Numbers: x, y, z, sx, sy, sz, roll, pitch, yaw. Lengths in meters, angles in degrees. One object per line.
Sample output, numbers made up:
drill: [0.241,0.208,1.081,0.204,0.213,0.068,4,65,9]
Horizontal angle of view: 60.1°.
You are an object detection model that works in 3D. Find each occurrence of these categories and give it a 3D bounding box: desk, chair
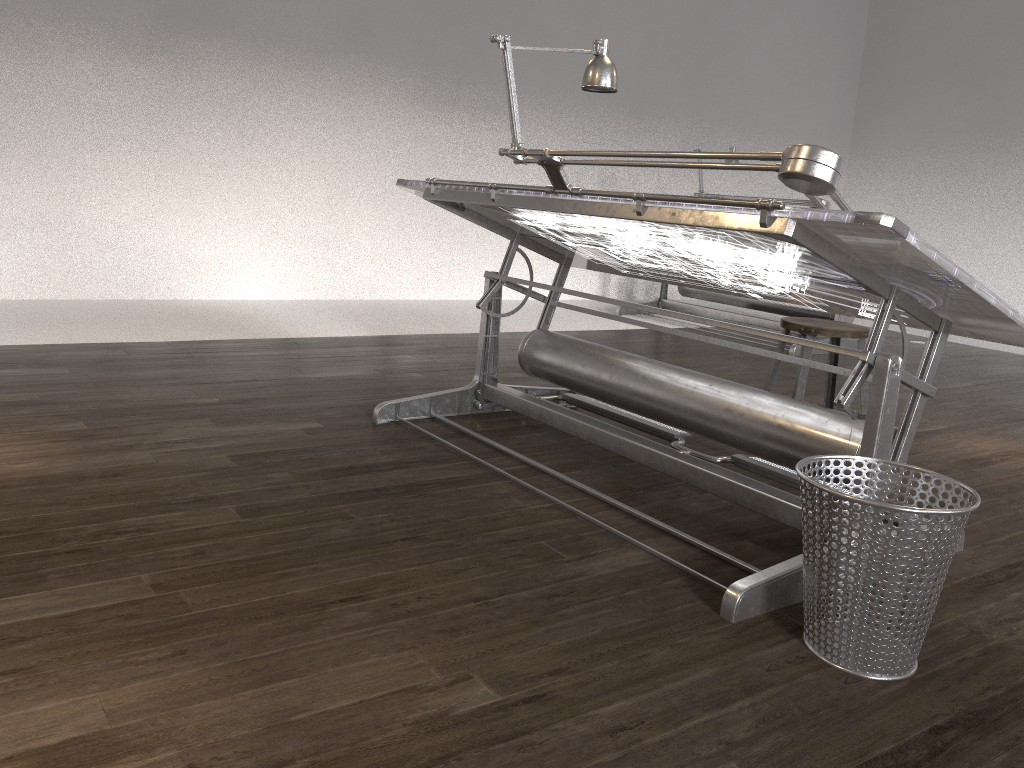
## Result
desk: [0.401,-0.362,2.797,1.077,1.375,2.085,-3,13,-35]
desk: [1.775,-1.073,6.697,1.077,1.375,2.085,-3,13,-35]
chair: [1.134,0.034,3.312,0.358,0.523,0.375,3,10,-8]

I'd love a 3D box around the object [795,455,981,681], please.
object: [0.750,0.381,1.847,0.353,0.375,0.356,2,11,-14]
